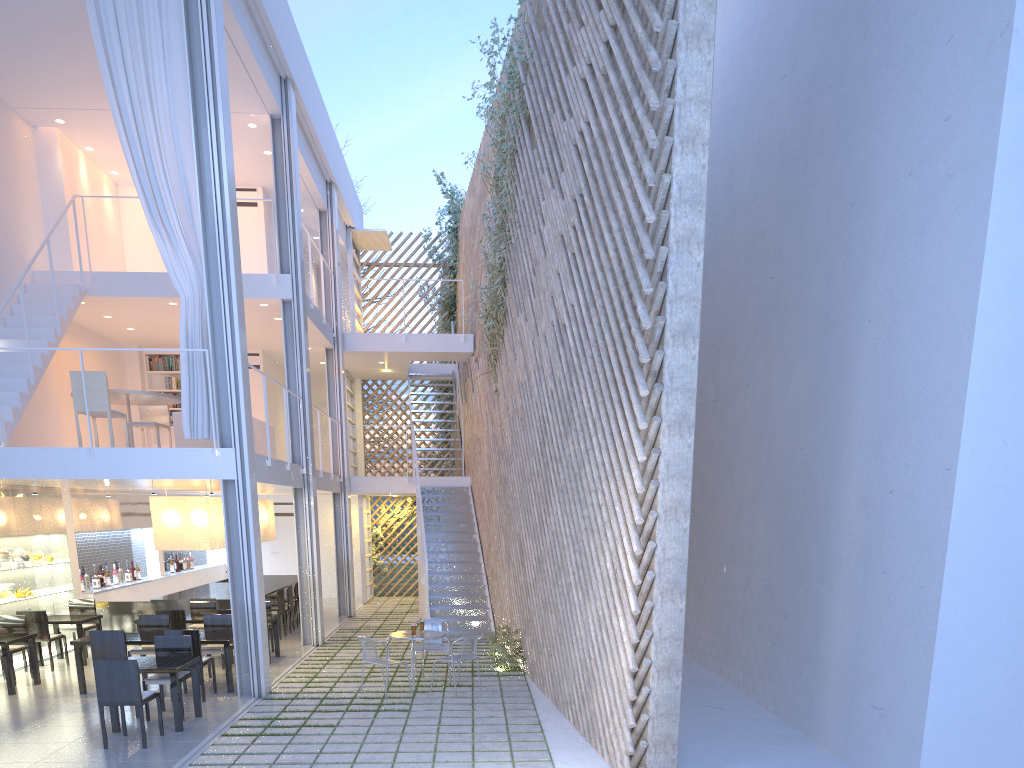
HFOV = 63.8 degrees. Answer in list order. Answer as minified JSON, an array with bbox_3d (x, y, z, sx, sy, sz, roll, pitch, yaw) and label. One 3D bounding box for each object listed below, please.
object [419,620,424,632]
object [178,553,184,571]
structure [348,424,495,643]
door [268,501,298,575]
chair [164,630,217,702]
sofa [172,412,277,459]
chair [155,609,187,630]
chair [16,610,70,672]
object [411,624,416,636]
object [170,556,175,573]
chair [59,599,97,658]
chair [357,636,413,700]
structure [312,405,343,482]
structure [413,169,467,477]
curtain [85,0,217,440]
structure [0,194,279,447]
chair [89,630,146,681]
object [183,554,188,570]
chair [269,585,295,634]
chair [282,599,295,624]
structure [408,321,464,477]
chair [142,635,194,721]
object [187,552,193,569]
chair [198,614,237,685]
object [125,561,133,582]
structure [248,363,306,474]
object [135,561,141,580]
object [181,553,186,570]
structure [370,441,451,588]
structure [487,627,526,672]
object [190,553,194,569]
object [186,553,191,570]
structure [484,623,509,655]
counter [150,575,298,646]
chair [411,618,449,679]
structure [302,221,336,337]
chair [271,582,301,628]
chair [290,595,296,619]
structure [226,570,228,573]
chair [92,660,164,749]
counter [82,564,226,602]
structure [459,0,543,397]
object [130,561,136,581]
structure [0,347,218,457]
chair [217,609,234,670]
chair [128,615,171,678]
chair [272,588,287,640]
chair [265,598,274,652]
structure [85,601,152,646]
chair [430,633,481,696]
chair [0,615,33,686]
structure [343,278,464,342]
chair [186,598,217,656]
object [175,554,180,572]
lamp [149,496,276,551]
[{"bbox_3d":[-0.564,1.517,5.162,0.031,0.080,0.030,9,13,42],"label":"object"},{"bbox_3d":[-3.583,1.921,8.882,0.046,0.212,0.043,-1,12,-3],"label":"object"},{"bbox_3d":[-0.881,1.287,7.514,1.184,2.031,1.899,-1,3,-9],"label":"structure"},{"bbox_3d":[-3.184,1.638,7.499,0.480,1.197,5.438,2,-7,10],"label":"door"},{"bbox_3d":[-1.852,1.613,4.758,0.192,0.456,0.226,0,8,-3],"label":"chair"},{"bbox_3d":[-2.192,0.461,6.371,0.500,0.376,0.968,0,-6,-3],"label":"sofa"},{"bbox_3d":[-2.309,1.757,5.698,0.192,0.456,0.226,0,8,-3],"label":"chair"},{"bbox_3d":[-3.207,1.746,5.636,0.192,0.456,0.226,0,8,-3],"label":"chair"},{"bbox_3d":[-0.595,1.488,4.974,0.031,0.080,0.030,9,13,42],"label":"object"},{"bbox_3d":[-3.571,1.895,8.636,0.041,0.189,0.040,-7,14,-32],"label":"object"},{"bbox_3d":[-3.231,1.821,6.126,0.192,0.456,0.226,0,8,-3],"label":"chair"},{"bbox_3d":[-0.764,1.649,4.828,0.257,0.395,0.242,6,9,42],"label":"chair"},{"bbox_3d":[-1.633,0.544,7.198,0.028,0.562,1.674,-1,-6,-3],"label":"structure"},{"bbox_3d":[-0.808,0.090,10.655,1.118,4.699,3.165,-1,6,-5],"label":"structure"},{"bbox_3d":[-1.861,-0.922,4.291,0.516,2.523,0.090,-1,13,-5],"label":"curtain"},{"bbox_3d":[-2.470,0.121,4.398,1.732,3.424,3.549,0,2,-3],"label":"structure"},{"bbox_3d":[-2.262,1.610,4.739,0.192,0.456,0.226,0,8,-3],"label":"chair"},{"bbox_3d":[-3.594,1.954,9.038,0.044,0.194,0.044,11,16,43],"label":"object"},{"bbox_3d":[-2.076,2.003,7.308,0.240,0.457,0.179,-1,10,-5],"label":"chair"},{"bbox_3d":[-2.101,2.104,7.966,0.240,0.457,0.179,-1,10,-5],"label":"chair"},{"bbox_3d":[-0.864,0.138,9.123,0.536,1.960,1.202,-2,7,-8],"label":"structure"},{"bbox_3d":[-1.803,1.547,4.326,0.192,0.456,0.226,0,8,-3],"label":"chair"},{"bbox_3d":[-3.593,1.962,9.152,0.046,0.211,0.044,9,15,38],"label":"object"},{"bbox_3d":[-1.874,1.683,5.215,0.192,0.456,0.226,0,8,-3],"label":"chair"},{"bbox_3d":[-3.508,1.713,7.517,0.046,0.211,0.044,0,12,-1],"label":"object"},{"bbox_3d":[-1.545,0.269,5.401,0.028,0.562,1.672,-1,-6,-3],"label":"structure"},{"bbox_3d":[-3.523,1.760,7.750,0.041,0.189,0.040,-7,14,-32],"label":"object"},{"bbox_3d":[-3.591,1.935,8.967,0.046,0.211,0.044,0,12,-1],"label":"object"},{"bbox_3d":[-1.298,1.675,10.190,1.145,2.083,0.272,0,12,-3],"label":"structure"},{"bbox_3d":[-0.030,1.811,5.620,0.295,0.336,0.306,-1,3,-18],"label":"structure"},{"bbox_3d":[-3.594,1.980,9.215,0.043,0.194,0.040,2,12,9],"label":"object"},{"bbox_3d":[-3.581,1.962,9.093,0.046,0.194,0.042,-1,12,-3],"label":"object"},{"bbox_3d":[-0.079,1.942,6.257,0.266,0.270,0.254,0,3,5],"label":"structure"},{"bbox_3d":[-2.526,2.102,7.821,0.815,0.381,2.480,0,-8,-3],"label":"counter"},{"bbox_3d":[-0.530,1.739,5.414,0.263,0.396,0.236,0,7,-3],"label":"chair"},{"bbox_3d":[-1.632,-0.861,6.880,0.028,0.562,1.674,-1,-6,-3],"label":"structure"},{"bbox_3d":[-2.103,2.053,7.636,0.240,0.457,0.179,-1,10,-8],"label":"chair"},{"bbox_3d":[-2.114,2.154,8.295,0.240,0.457,0.179,0,10,-1],"label":"chair"},{"bbox_3d":[-2.761,1.892,8.105,0.113,0.129,0.032,0,11,-3],"label":"structure"},{"bbox_3d":[-1.779,1.472,3.836,0.192,0.456,0.226,0,8,-3],"label":"chair"},{"bbox_3d":[-3.543,2.166,8.386,0.233,0.440,3.581,0,-8,-3],"label":"counter"},{"bbox_3d":[0.055,-1.059,5.637,0.741,2.824,2.273,-2,5,-11],"label":"structure"},{"bbox_3d":[-3.536,1.743,7.680,0.044,0.202,0.043,-2,12,-11],"label":"object"},{"bbox_3d":[-2.252,0.625,3.827,1.366,1.860,1.385,0,5,-3],"label":"structure"},{"bbox_3d":[-1.899,1.760,5.717,0.192,0.456,0.226,0,8,-3],"label":"chair"},{"bbox_3d":[-2.284,1.680,5.196,0.192,0.456,0.226,0,8,-3],"label":"chair"},{"bbox_3d":[-2.065,1.953,6.978,0.240,0.457,0.179,0,10,-1],"label":"chair"},{"bbox_3d":[-1.921,1.830,6.173,0.192,0.456,0.226,0,8,-3],"label":"chair"},{"bbox_3d":[-3.151,1.916,6.573,0.556,0.387,0.011,0,13,-3],"label":"structure"},{"bbox_3d":[-0.316,1.665,4.930,0.244,0.395,0.254,5,8,37],"label":"chair"},{"bbox_3d":[-3.184,1.675,5.168,0.192,0.456,0.226,0,8,-3],"label":"chair"},{"bbox_3d":[-1.034,-0.704,7.886,1.140,0.595,0.025,0,13,-3],"label":"structure"},{"bbox_3d":[-2.331,1.826,6.154,0.192,0.456,0.226,0,8,-3],"label":"chair"},{"bbox_3d":[-3.560,1.905,8.738,0.044,0.202,0.043,-2,12,-11],"label":"object"},{"bbox_3d":[-2.683,1.275,7.624,0.448,0.429,2.271,0,-8,-3],"label":"lamp"}]
